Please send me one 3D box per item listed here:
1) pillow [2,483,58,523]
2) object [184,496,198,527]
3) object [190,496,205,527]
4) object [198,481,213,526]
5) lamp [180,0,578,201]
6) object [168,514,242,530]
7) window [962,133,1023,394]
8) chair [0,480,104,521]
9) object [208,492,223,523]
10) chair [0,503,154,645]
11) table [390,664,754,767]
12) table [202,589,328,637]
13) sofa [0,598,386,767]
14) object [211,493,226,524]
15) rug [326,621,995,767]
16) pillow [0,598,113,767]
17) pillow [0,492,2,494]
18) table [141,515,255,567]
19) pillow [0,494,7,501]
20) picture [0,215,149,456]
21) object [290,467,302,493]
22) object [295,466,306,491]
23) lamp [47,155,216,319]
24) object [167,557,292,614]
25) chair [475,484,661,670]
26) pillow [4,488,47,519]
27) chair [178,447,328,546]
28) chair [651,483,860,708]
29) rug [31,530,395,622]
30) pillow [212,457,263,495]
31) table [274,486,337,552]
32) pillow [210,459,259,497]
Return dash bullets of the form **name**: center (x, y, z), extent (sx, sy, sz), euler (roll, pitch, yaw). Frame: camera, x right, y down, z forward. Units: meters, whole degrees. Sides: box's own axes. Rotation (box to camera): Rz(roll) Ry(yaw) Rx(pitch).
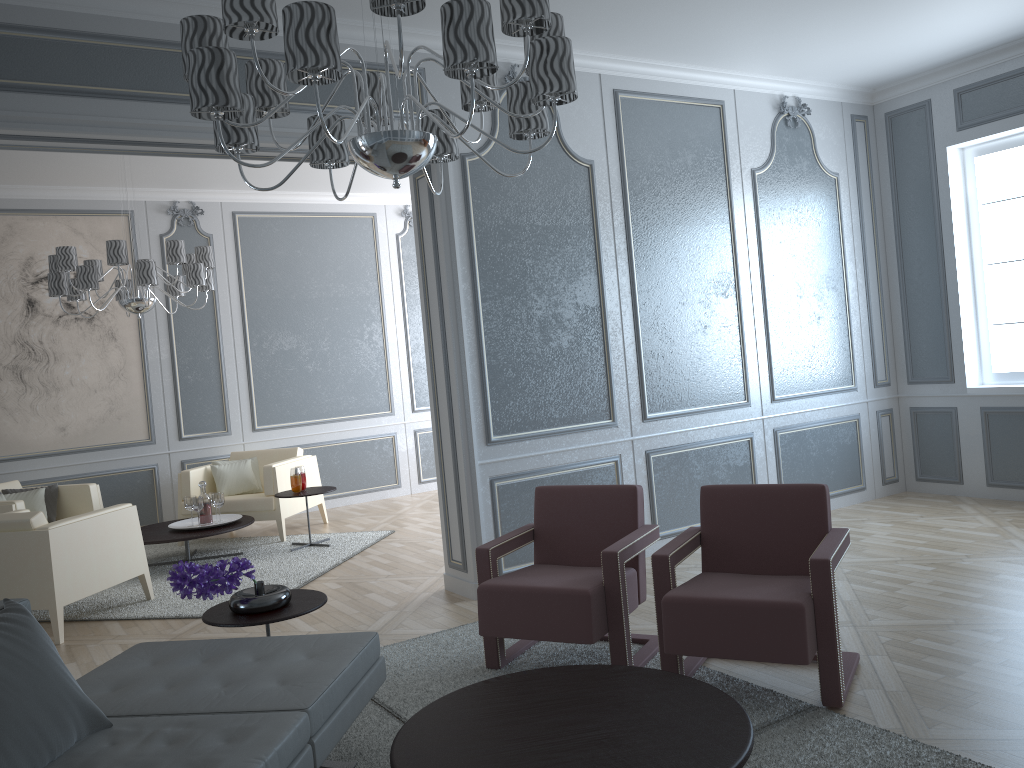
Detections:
- **pillow**: center (-3.298, 0.843, 6.061), extent (0.351, 0.276, 0.184), euler (-6, 1, -16)
- **object**: center (-2.123, 0.844, 5.873), extent (0.080, 0.196, 0.080), euler (-4, 1, 41)
- **object**: center (-2.053, 0.839, 5.804), extent (0.080, 0.196, 0.080), euler (-6, 1, -29)
- **object**: center (-2.045, 0.789, 5.894), extent (0.086, 0.290, 0.086), euler (-5, 1, -11)
- **lamp**: center (-0.355, -1.066, 2.303), extent (0.977, 1.119, 0.976), euler (-6, 1, -44)
- **object**: center (-2.032, 0.923, 5.884), extent (0.468, 0.028, 0.468), euler (-6, 2, -19)
- **window**: center (3.415, -0.760, 5.084), extent (0.349, 1.581, 1.599), euler (-6, 1, -32)
- **chair**: center (-3.276, 0.977, 5.905), extent (0.737, 0.620, 0.855), euler (-5, 1, 13)
- **object**: center (-1.992, 0.829, 5.966), extent (0.080, 0.196, 0.080), euler (-4, 1, 41)
- **chair**: center (-2.501, 0.943, 4.655), extent (0.854, 0.620, 0.737), euler (-5, 1, 13)
- **table**: center (0.152, 0.965, 2.190), extent (0.882, 0.239, 0.882), euler (-6, 2, -14)
- **table**: center (-0.823, 0.947, 3.028), extent (0.414, 0.385, 0.414), euler (-6, 2, -44)
- **sofa**: center (-0.945, 0.855, 1.675), extent (0.810, 0.668, 2.205), euler (-5, 2, 8)
- **object**: center (-1.947, 0.827, 5.895), extent (0.080, 0.196, 0.080), euler (-4, 1, 41)
- **rug**: center (0.082, 1.086, 2.193), extent (2.020, 0.010, 3.202), euler (-6, 2, -32)
- **pillow**: center (-1.102, 0.688, 1.918), extent (0.253, 0.354, 0.422), euler (-5, 1, 6)
- **pillow**: center (-3.421, 0.861, 5.816), extent (0.184, 0.276, 0.351), euler (-5, 1, 14)
- **table**: center (-2.151, 1.068, 5.870), extent (0.883, 0.239, 0.882), euler (-6, 2, -34)
- **pillow**: center (-3.351, 0.855, 5.763), extent (0.163, 0.245, 0.312), euler (-5, 1, 2)
- **picture**: center (-3.436, -0.386, 6.636), extent (1.200, 1.751, 0.001), euler (-6, 1, -32)
- **object**: center (-1.465, 0.652, 6.013), extent (0.075, 0.165, 0.075), euler (-6, 1, -43)
- **object**: center (-1.455, 0.649, 6.099), extent (0.075, 0.165, 0.075), euler (-5, 1, 17)
- **lamp**: center (-2.445, -0.974, 5.676), extent (0.977, 1.119, 0.976), euler (-6, 1, -44)
- **object**: center (-0.914, 0.654, 2.916), extent (0.206, 0.221, 0.425), euler (-5, 2, 28)
- **chair**: center (0.203, 0.729, 3.327), extent (0.576, 0.620, 0.607), euler (-5, 1, 28)
- **pillow**: center (-3.308, 0.845, 5.973), extent (0.312, 0.245, 0.163), euler (-6, 1, -28)
- **chair**: center (-1.971, 0.835, 6.720), extent (0.854, 0.620, 0.737), euler (-5, 1, 13)
- **chair**: center (0.805, 0.685, 2.970), extent (0.576, 0.620, 0.607), euler (-5, 1, 28)
- **rug**: center (-2.033, 1.180, 5.588), extent (1.999, 0.010, 2.001), euler (-5, 2, 13)
- **pillow**: center (-2.106, 0.713, 6.809), extent (0.351, 0.276, 0.184), euler (-6, 1, -26)
- **table**: center (-1.386, 0.921, 6.036), extent (0.414, 0.385, 0.414), euler (-5, 1, 16)
- **pillow**: center (-2.101, 0.715, 6.721), extent (0.312, 0.245, 0.163), euler (-6, 1, -38)
